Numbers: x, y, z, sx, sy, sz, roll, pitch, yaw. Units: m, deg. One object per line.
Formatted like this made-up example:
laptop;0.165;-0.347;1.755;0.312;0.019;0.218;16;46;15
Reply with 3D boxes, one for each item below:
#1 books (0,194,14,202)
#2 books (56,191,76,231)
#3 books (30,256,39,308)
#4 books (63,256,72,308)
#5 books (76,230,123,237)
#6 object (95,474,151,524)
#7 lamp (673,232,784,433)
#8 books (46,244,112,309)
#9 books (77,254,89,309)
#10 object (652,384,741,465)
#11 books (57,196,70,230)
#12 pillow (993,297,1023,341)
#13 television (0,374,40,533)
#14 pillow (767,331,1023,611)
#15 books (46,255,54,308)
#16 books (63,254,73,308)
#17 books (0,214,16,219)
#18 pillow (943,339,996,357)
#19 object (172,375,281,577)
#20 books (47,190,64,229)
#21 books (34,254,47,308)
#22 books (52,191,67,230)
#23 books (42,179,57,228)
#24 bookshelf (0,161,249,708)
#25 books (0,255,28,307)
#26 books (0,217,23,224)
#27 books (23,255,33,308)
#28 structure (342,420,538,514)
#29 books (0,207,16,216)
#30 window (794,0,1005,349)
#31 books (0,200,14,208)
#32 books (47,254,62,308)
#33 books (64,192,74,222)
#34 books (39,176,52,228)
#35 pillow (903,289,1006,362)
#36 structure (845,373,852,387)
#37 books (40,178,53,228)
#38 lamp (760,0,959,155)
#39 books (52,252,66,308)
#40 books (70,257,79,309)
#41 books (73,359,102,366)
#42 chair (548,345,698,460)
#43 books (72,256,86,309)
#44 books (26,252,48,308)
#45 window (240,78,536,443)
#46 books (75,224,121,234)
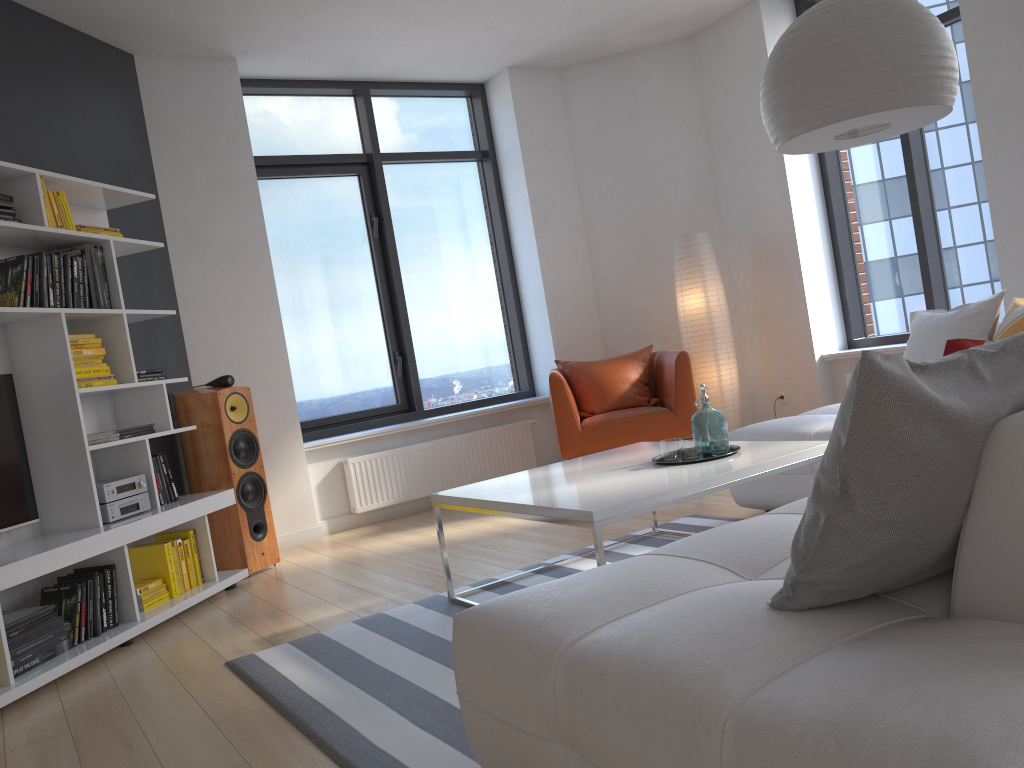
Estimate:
books;-2.207;-0.748;3.596;0.209;0.030;0.266;-9;2;7
books;-2.044;-0.757;3.966;0.141;0.184;0.064;-9;2;15
books;-2.078;-0.414;3.746;0.169;0.233;0.081;-9;2;13
books;-2.023;-0.431;3.915;0.172;0.242;0.069;-9;2;15
books;-2.016;-0.690;4.205;0.194;0.028;0.257;-9;2;19
object;-1.853;0.534;4.040;0.270;0.174;0.285;-9;2;14
lamp;1.550;-0.287;6.028;0.804;1.550;0.502;-9;2;19
books;-2.029;-0.473;4.138;0.259;0.321;0.128;-9;2;14
books;-2.021;-0.446;4.038;0.197;0.260;0.066;-9;2;14
object;0.669;0.142;3.318;0.330;0.265;0.330;-10;2;-7
books;-2.034;-0.746;3.940;0.108;0.161;0.046;-9;2;13
pillow;1.880;-0.089;2.909;0.630;0.440;2.095;-9;2;16
television;-2.167;0.344;3.170;0.207;0.704;1.102;-9;2;14
pillow;1.459;-0.024;2.406;2.953;0.453;0.647;-11;2;-43
books;-2.066;-0.422;3.830;0.179;0.243;0.068;-9;2;13
books;-2.044;-0.436;3.943;0.192;0.254;0.075;-9;2;13
books;-2.190;-0.669;3.594;0.189;0.020;0.264;-9;2;12
pillow;1.715;-0.029;2.172;2.250;0.449;0.575;-11;2;-34
object;-1.603;0.510;4.873;0.434;1.088;0.290;-9;2;29
books;-2.062;-0.750;3.907;0.132;0.180;0.054;-9;2;14
books;-2.059;-0.421;3.777;0.172;0.242;0.069;-9;2;15
books;-2.051;-0.752;3.925;0.128;0.178;0.044;-9;2;14
books;-2.094;-0.767;3.882;0.164;0.224;0.054;-9;2;13
bookshelf;-2.089;0.155;3.146;0.455;2.052;3.000;-9;2;14
books;-2.102;-0.408;3.685;0.182;0.234;0.104;-9;2;14
books;-2.182;-0.645;3.596;0.214;0.030;0.284;-9;2;17
books;-2.099;-0.409;3.719;0.187;0.234;0.096;-9;2;14
structure;-0.423;0.594;6.084;1.474;0.460;0.110;-11;2;-31
books;-2.213;-0.692;3.601;0.214;0.030;0.284;-9;2;17
window;2.513;-1.473;5.536;0.170;2.402;1.310;-11;2;-31
books;-2.191;-0.724;3.597;0.180;0.026;0.246;-9;2;16
books;-2.063;-0.429;3.867;0.191;0.249;0.084;-9;2;14
books;-2.047;-0.758;3.991;0.142;0.184;0.044;-9;2;15
books;-2.081;-0.769;3.823;0.161;0.229;0.041;-9;2;13
pillow;1.916;-0.123;3.225;0.580;0.456;2.156;-10;2;-5
structure;2.509;0.125;5.388;0.110;0.460;1.015;-11;2;-31
books;-2.093;-0.766;3.850;0.163;0.224;0.041;-9;2;12
lamp;2.443;-0.895;2.830;3.199;2.647;0.710;-9;2;5
books;-2.057;-0.435;3.900;0.197;0.260;0.066;-9;2;14
books;-2.024;-0.435;3.965;0.179;0.243;0.071;-9;2;13
books;-1.992;-0.085;4.012;0.145;0.023;0.217;-9;2;18
chair;0.712;0.209;5.819;0.896;0.858;0.843;-9;2;1
books;-2.027;-0.439;4.005;0.191;0.249;0.084;-9;2;14
books;-2.080;-0.426;3.805;0.192;0.254;0.075;-9;2;13
window;-0.878;-0.929;6.303;1.960;2.402;0.170;-11;2;-31
books;-2.029;-0.714;4.203;0.203;0.024;0.257;-9;2;17
